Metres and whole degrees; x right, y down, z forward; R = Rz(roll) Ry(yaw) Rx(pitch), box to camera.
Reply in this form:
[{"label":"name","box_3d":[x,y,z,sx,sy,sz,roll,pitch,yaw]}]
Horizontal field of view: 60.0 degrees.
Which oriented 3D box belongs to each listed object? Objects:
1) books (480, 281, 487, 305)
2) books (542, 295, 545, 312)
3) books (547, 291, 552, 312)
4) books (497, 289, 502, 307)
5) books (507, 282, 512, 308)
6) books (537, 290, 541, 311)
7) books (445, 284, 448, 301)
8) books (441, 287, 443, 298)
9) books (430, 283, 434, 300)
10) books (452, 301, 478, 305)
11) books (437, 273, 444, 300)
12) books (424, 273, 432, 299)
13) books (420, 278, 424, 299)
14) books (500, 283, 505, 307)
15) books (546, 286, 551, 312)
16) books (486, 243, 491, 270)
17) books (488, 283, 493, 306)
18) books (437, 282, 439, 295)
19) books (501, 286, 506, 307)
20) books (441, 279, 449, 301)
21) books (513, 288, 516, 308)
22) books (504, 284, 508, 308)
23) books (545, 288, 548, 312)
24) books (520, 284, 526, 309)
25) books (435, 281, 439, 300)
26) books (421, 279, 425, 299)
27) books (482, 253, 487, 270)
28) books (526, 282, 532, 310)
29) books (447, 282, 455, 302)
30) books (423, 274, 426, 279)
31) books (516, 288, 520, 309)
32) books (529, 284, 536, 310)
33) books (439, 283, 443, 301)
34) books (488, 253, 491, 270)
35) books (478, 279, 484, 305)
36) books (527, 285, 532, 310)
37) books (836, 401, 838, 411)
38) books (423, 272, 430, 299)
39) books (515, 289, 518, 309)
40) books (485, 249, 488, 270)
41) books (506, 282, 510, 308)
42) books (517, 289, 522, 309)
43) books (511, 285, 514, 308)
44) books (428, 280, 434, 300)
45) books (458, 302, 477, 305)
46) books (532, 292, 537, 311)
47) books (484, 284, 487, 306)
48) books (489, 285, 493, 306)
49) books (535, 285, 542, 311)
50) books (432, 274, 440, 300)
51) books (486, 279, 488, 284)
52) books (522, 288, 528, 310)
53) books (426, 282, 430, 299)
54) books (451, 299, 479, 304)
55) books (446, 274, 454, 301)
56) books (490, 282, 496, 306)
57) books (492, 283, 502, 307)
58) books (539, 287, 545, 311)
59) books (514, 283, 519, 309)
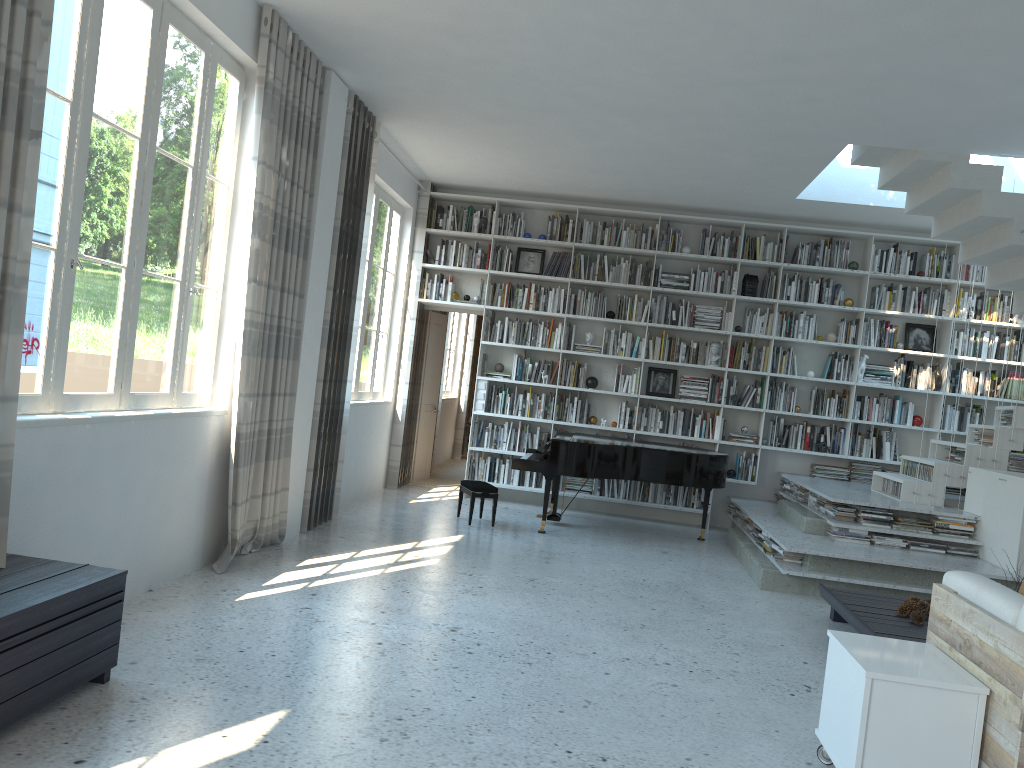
[{"label":"books","box_3d":[-0.293,-0.951,9.401,0.044,0.269,0.133,7,1,6]},{"label":"books","box_3d":[0.335,-0.836,9.321,0.022,0.186,0.136,7,1,6]},{"label":"books","box_3d":[0.401,-0.851,9.296,0.030,0.231,0.172,7,1,6]},{"label":"books","box_3d":[-0.121,-0.894,9.348,0.026,0.195,0.175,7,1,6]},{"label":"books","box_3d":[-0.024,-0.924,9.341,0.011,0.277,0.164,7,1,6]},{"label":"books","box_3d":[0.291,-0.865,9.313,0.013,0.232,0.171,7,1,6]},{"label":"books","box_3d":[-0.684,-0.957,9.442,0.029,0.191,0.134,7,1,6]},{"label":"books","box_3d":[-0.724,-0.983,9.430,0.010,0.234,0.165,7,1,6]},{"label":"books","box_3d":[-0.837,-0.972,9.461,0.029,0.185,0.134,7,1,6]},{"label":"books","box_3d":[-0.490,-0.857,9.407,0.285,0.012,0.159,7,0,3]},{"label":"books","box_3d":[-0.758,-1.019,9.413,0.013,0.297,0.187,7,1,6]},{"label":"books","box_3d":[-0.898,-1.027,9.442,0.023,0.282,0.170,7,1,6]},{"label":"books","box_3d":[-0.945,-1.006,9.446,0.013,0.228,0.179,7,1,6]},{"label":"books","box_3d":[-0.097,-0.925,9.361,0.010,0.263,0.151,7,1,6]},{"label":"books","box_3d":[0.383,-0.879,9.302,0.012,0.281,0.188,7,1,6]},{"label":"books","box_3d":[-0.243,-1.327,9.376,0.014,0.294,0.173,7,1,6]},{"label":"books","box_3d":[-0.229,-0.936,9.385,0.012,0.254,0.161,7,1,6]},{"label":"books","box_3d":[-0.773,-0.975,9.433,0.011,0.206,0.163,7,1,6]},{"label":"books","box_3d":[-0.080,-0.906,9.355,0.030,0.230,0.172,7,1,6]},{"label":"books","box_3d":[-0.711,-0.983,9.404,0.021,0.237,0.188,7,1,6]},{"label":"books","box_3d":[0.033,-0.894,9.357,0.012,0.230,0.149,7,1,6]},{"label":"books","box_3d":[-0.057,-0.915,9.351,0.014,0.253,0.187,7,1,6]},{"label":"books","box_3d":[0.361,-0.871,9.323,0.035,0.260,0.131,7,1,6]},{"label":"books","box_3d":[0.115,-0.906,9.336,0.014,0.273,0.180,7,1,6]},{"label":"books","box_3d":[-0.787,-0.981,9.455,0.023,0.214,0.140,7,1,6]},{"label":"books","box_3d":[-0.932,-1.001,9.446,0.013,0.222,0.162,7,1,6]},{"label":"books","box_3d":[-0.283,-1.278,9.379,0.026,0.188,0.154,7,1,6]},{"label":"books","box_3d":[0.177,-0.914,9.337,0.014,0.304,0.151,7,1,6]},{"label":"books","box_3d":[-0.645,-0.962,9.404,0.029,0.211,0.187,7,1,6]},{"label":"books","box_3d":[-0.955,-1.029,9.436,0.011,0.272,0.188,7,1,6]},{"label":"books","box_3d":[0.070,-0.889,9.343,0.011,0.229,0.170,7,1,6]},{"label":"books","box_3d":[0.218,-0.900,9.308,0.030,0.286,0.185,7,1,6]},{"label":"books","box_3d":[-0.744,-0.965,9.426,0.024,0.193,0.181,7,1,6]},{"label":"books","box_3d":[-0.218,-1.311,9.389,0.037,0.268,0.113,7,1,6]},{"label":"books","box_3d":[-0.323,-0.962,9.383,0.012,0.285,0.159,7,1,6]},{"label":"books","box_3d":[0.192,-0.896,9.316,0.023,0.271,0.187,7,1,6]},{"label":"books","box_3d":[3.282,0.222,9.017,0.016,0.231,0.138,7,1,6]},{"label":"books","box_3d":[-0.912,-1.040,9.466,0.013,0.303,0.135,7,1,6]},{"label":"books","box_3d":[0.056,-0.885,9.338,0.014,0.218,0.164,7,1,6]},{"label":"books","box_3d":[-0.259,-1.299,9.390,0.014,0.236,0.144,7,1,6]},{"label":"books","box_3d":[-0.039,-0.927,9.353,0.020,0.281,0.164,7,1,6]},{"label":"books","box_3d":[0.089,-0.881,9.334,0.031,0.217,0.173,7,1,6]},{"label":"books","box_3d":[0.004,-0.907,9.355,0.047,0.250,0.134,7,1,6]},{"label":"books","box_3d":[-0.857,-0.992,9.437,0.010,0.220,0.181,7,1,6]},{"label":"books","box_3d":[-0.491,-0.845,9.414,0.254,0.012,0.161,7,0,6]},{"label":"books","box_3d":[0.242,-0.852,9.302,0.029,0.195,0.192,7,1,6]},{"label":"books","box_3d":[-0.260,-0.924,9.345,0.021,0.224,0.231,7,1,6]},{"label":"books","box_3d":[-0.214,-0.923,9.374,0.022,0.232,0.151,7,1,6]},{"label":"books","box_3d":[0.277,-0.894,9.326,0.025,0.286,0.161,7,1,6]},{"label":"books","box_3d":[-0.808,-1.017,9.440,0.022,0.281,0.156,7,1,6]},{"label":"books","box_3d":[-0.267,-0.956,9.382,0.010,0.286,0.137,7,1,6]},{"label":"books","box_3d":[0.143,-0.885,9.338,0.047,0.238,0.162,7,1,6]},{"label":"books","box_3d":[-0.876,-0.982,9.448,0.029,0.197,0.160,7,1,6]},{"label":"books","box_3d":[-0.489,-0.869,9.409,0.285,0.012,0.159,7,0,8]},{"label":"books","box_3d":[-0.659,-1.008,9.419,0.013,0.299,0.179,7,1,6]},{"label":"books","box_3d":[-0.196,-0.937,9.364,0.012,0.263,0.180,7,1,6]},{"label":"books","box_3d":[-0.158,-0.930,9.376,0.062,0.258,0.153,7,1,6]},{"label":"books","box_3d":[0.315,-0.876,9.325,0.029,0.261,0.157,7,1,6]},{"label":"books","box_3d":[0.047,-0.916,9.351,0.012,0.277,0.150,7,1,6]}]
